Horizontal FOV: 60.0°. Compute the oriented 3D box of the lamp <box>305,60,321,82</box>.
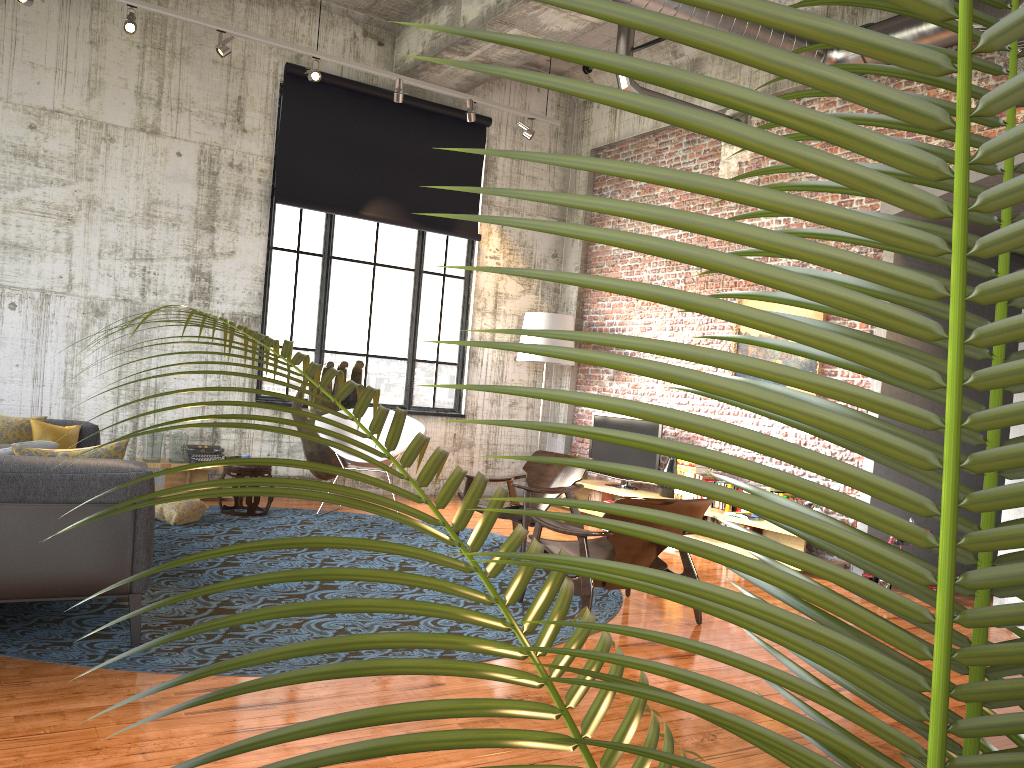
[{"bbox_3d":[-1.878,-2.960,8.402,0.102,0.211,0.260,4,1,-37],"label":"lamp"}]

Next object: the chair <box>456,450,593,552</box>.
[{"bbox_3d":[0.102,0.985,7.569,1.044,0.794,0.873,5,1,-42],"label":"chair"}]

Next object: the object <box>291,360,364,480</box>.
[{"bbox_3d":[-1.948,0.374,9.247,0.728,1.297,0.455,4,1,-20],"label":"object"}]

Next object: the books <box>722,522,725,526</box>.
[{"bbox_3d":[2.015,1.376,8.286,0.129,0.186,0.043,4,1,-32],"label":"books"}]

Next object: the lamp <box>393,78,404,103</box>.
[{"bbox_3d":[-1.127,-2.897,8.811,0.102,0.251,0.165,5,1,-7],"label":"lamp"}]

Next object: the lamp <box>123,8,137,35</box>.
[{"bbox_3d":[-3.249,-3.080,7.553,0.102,0.228,0.198,4,1,-22],"label":"lamp"}]

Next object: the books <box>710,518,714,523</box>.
[{"bbox_3d":[1.940,1.370,8.405,0.143,0.187,0.043,4,1,-32],"label":"books"}]

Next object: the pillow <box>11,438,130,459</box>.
[{"bbox_3d":[-2.123,0.461,4.298,0.537,0.446,0.260,5,1,-25],"label":"pillow"}]

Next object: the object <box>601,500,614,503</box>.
[{"bbox_3d":[1.228,1.323,9.401,0.244,0.174,0.599,5,0,-40],"label":"object"}]

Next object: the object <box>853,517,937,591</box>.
[{"bbox_3d":[2.333,1.211,0.259,8.778,0.658,20.800,5,0,-32],"label":"object"}]

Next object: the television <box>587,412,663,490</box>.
[{"bbox_3d":[1.242,0.743,9.723,1.088,0.793,0.286,5,1,45],"label":"television"}]

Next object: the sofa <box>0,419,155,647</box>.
[{"bbox_3d":[-2.948,0.684,5.000,1.363,0.861,2.999,5,0,-30],"label":"sofa"}]

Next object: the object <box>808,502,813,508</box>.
[{"bbox_3d":[2.625,1.110,7.803,0.057,0.273,0.057,5,1,18],"label":"object"}]

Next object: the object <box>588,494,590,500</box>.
[{"bbox_3d":[0.927,1.307,10.057,0.068,0.172,0.168,4,1,-31],"label":"object"}]

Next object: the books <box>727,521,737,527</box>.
[{"bbox_3d":[2.051,1.362,8.233,0.133,0.219,0.040,4,2,-32],"label":"books"}]

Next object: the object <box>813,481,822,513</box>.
[{"bbox_3d":[2.583,1.017,7.491,0.234,0.446,0.197,4,2,-44],"label":"object"}]

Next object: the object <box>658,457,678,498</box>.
[{"bbox_3d":[1.651,0.942,9.158,0.268,0.456,0.267,5,1,-1],"label":"object"}]

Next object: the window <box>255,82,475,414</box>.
[{"bbox_3d":[-1.548,-1.395,10.020,2.582,3.438,0.050,4,1,-32],"label":"window"}]

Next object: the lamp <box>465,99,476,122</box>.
[{"bbox_3d":[-0.430,-2.834,9.252,0.102,0.251,0.165,5,1,13],"label":"lamp"}]

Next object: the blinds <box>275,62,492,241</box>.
[{"bbox_3d":[-1.364,-2.509,9.841,2.446,1.465,0.150,5,1,-32],"label":"blinds"}]

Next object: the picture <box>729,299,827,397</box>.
[{"bbox_3d":[2.470,-0.318,8.325,0.040,1.065,1.063,4,1,-32],"label":"picture"}]

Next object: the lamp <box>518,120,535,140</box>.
[{"bbox_3d":[0.175,-2.774,9.693,0.225,0.215,0.102,5,1,9],"label":"lamp"}]

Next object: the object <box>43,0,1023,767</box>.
[{"bbox_3d":[0.108,0.311,0.611,1.889,2.065,1.511,5,1,-9],"label":"object"}]

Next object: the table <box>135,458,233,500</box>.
[{"bbox_3d":[-3.174,0.936,8.640,0.876,0.359,0.474,5,0,-32],"label":"table"}]

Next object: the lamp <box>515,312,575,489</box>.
[{"bbox_3d":[0.353,0.302,10.529,0.694,2.245,0.706,5,1,-10],"label":"lamp"}]

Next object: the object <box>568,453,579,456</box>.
[{"bbox_3d":[0.716,0.923,10.445,0.216,0.208,0.214,4,1,-43],"label":"object"}]

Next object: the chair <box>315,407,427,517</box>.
[{"bbox_3d":[-1.384,0.744,8.484,1.057,1.031,0.806,5,1,7],"label":"chair"}]

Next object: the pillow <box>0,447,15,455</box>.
[{"bbox_3d":[-2.450,0.436,4.103,0.435,0.319,0.168,5,1,-33],"label":"pillow"}]

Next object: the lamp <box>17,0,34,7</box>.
[{"bbox_3d":[-3.901,-3.141,7.126,0.102,0.211,0.260,5,0,3],"label":"lamp"}]

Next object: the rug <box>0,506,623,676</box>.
[{"bbox_3d":[-1.663,1.224,6.161,4.842,0.009,4.847,5,0,14],"label":"rug"}]

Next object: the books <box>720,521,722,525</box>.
[{"bbox_3d":[1.998,1.377,8.317,0.120,0.182,0.028,4,1,-32],"label":"books"}]

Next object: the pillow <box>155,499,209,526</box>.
[{"bbox_3d":[-2.785,1.043,7.356,0.480,0.247,0.504,5,0,24],"label":"pillow"}]

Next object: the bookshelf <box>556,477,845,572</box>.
[{"bbox_3d":[1.599,1.345,9.037,0.549,0.359,3.839,5,0,-32],"label":"bookshelf"}]

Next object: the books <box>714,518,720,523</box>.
[{"bbox_3d":[1.951,1.351,8.365,0.105,0.225,0.033,4,2,-32],"label":"books"}]

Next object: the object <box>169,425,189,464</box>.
[{"bbox_3d":[-3.190,0.575,8.476,0.163,0.361,0.162,4,1,-29],"label":"object"}]

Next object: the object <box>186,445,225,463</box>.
[{"bbox_3d":[-3.005,0.694,8.699,0.424,0.153,0.381,5,0,-32],"label":"object"}]

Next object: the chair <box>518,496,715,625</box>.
[{"bbox_3d":[0.632,1.016,5.416,0.876,0.794,1.041,5,0,-31],"label":"chair"}]

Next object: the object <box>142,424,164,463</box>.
[{"bbox_3d":[-3.386,0.558,8.353,0.163,0.361,0.163,4,1,-34],"label":"object"}]

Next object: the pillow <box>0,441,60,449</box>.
[{"bbox_3d":[-2.371,0.424,4.286,0.365,0.315,0.170,5,1,-42],"label":"pillow"}]

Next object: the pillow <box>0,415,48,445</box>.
[{"bbox_3d":[-3.400,0.363,5.881,0.537,0.446,0.260,5,1,-25],"label":"pillow"}]

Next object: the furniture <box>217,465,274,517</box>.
[{"bbox_3d":[-2.409,0.933,8.035,0.431,0.477,0.432,5,1,13],"label":"furniture"}]

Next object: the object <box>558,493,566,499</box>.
[{"bbox_3d":[0.576,1.298,10.437,0.183,0.133,0.273,5,0,-23],"label":"object"}]

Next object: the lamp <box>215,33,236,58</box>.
[{"bbox_3d":[-2.579,-3.023,7.937,0.183,0.241,0.102,4,1,-37],"label":"lamp"}]

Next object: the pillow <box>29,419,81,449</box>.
[{"bbox_3d":[-3.107,0.407,6.030,0.168,0.319,0.435,6,1,33],"label":"pillow"}]
